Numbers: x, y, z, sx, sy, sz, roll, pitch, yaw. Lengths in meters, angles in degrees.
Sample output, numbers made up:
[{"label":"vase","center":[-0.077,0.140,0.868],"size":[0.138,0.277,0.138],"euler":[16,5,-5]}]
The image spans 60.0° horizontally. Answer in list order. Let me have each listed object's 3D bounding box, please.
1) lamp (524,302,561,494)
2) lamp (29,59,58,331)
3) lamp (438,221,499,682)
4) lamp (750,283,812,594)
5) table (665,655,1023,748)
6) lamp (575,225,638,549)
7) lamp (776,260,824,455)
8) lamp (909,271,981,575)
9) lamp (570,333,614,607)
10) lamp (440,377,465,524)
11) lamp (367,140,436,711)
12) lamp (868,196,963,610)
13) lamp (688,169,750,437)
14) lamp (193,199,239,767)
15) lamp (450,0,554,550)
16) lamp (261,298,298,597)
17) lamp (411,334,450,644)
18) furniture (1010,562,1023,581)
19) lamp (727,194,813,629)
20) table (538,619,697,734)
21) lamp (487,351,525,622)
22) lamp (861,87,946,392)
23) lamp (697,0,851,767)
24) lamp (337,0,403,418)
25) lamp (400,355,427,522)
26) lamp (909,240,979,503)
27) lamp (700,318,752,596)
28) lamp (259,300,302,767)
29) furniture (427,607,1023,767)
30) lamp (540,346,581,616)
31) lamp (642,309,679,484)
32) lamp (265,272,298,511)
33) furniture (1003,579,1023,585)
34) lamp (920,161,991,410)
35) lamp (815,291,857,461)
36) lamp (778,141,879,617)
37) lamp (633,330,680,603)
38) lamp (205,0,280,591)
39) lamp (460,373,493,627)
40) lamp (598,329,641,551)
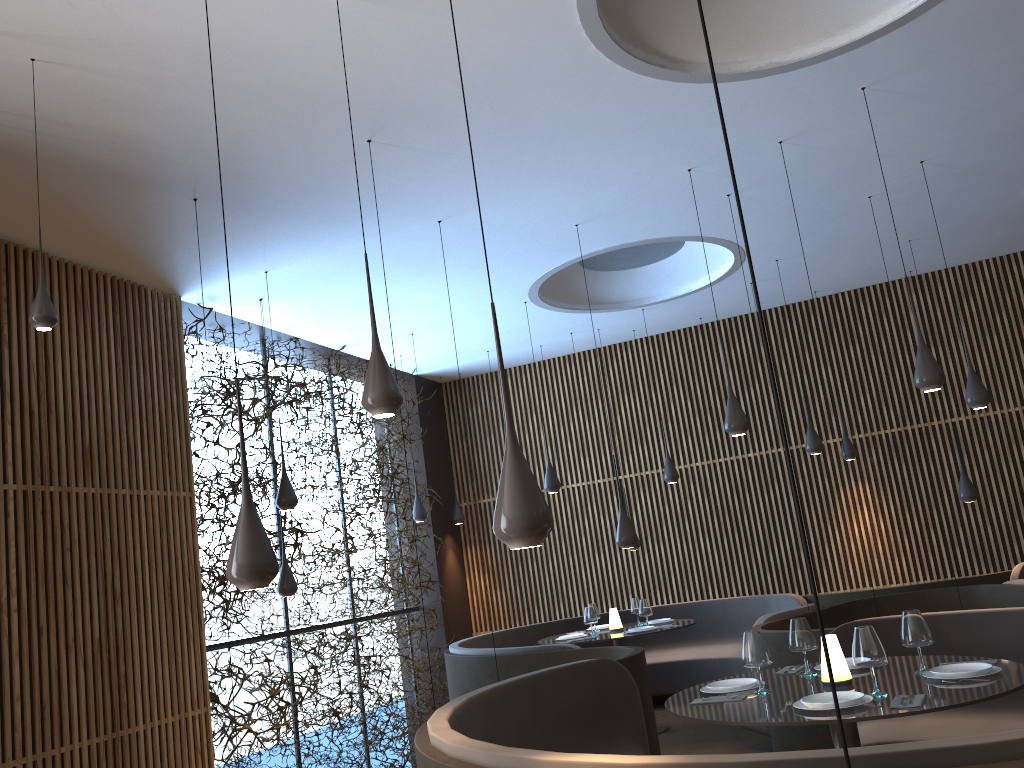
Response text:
[{"label":"lamp","center":[0.308,0.132,10.059],"size":[0.196,2.213,0.196],"euler":[-9,-11,6]},{"label":"lamp","center":[-2.468,-1.008,4.617],"size":[0.133,1.502,0.133],"euler":[-11,-11,15]},{"label":"lamp","center":[-0.199,1.644,7.062],"size":[0.196,6.247,0.197],"euler":[-3,-12,-24]},{"label":"lamp","center":[3.328,1.817,10.185],"size":[0.196,6.247,0.196],"euler":[-15,-13,35]},{"label":"table","center":[1.644,1.947,4.188],"size":[1.677,1.019,1.676],"euler":[-15,-13,30]},{"label":"lamp","center":[0.796,-0.025,7.876],"size":[0.196,2.947,0.196],"euler":[-11,-11,15]},{"label":"lamp","center":[3.140,-0.318,9.806],"size":[0.196,2.213,0.196],"euler":[-9,-11,6]},{"label":"lamp","center":[5.469,1.617,10.646],"size":[0.196,6.247,0.196],"euler":[-15,-13,35]},{"label":"lamp","center":[1.226,2.358,11.346],"size":[0.196,6.247,0.196],"euler":[-15,-13,35]},{"label":"lamp","center":[-0.929,0.972,13.191],"size":[0.196,2.213,0.196],"euler":[2,-15,-43]},{"label":"lamp","center":[-0.558,1.369,5.536],"size":[0.196,6.247,0.197],"euler":[-3,-12,-24]},{"label":"lamp","center":[3.840,1.257,7.890],"size":[0.196,6.247,0.196],"euler":[-15,-13,35]},{"label":"lamp","center":[1.610,-0.680,7.087],"size":[0.196,2.213,0.197],"euler":[-1,-13,-34]},{"label":"lamp","center":[-1.933,1.667,6.036],"size":[0.196,6.247,0.197],"euler":[-7,-11,-4]},{"label":"lamp","center":[-0.156,-0.917,3.070],"size":[0.196,2.947,0.197],"euler":[-5,-11,-14]},{"label":"lamp","center":[-2.321,0.577,8.661],"size":[0.196,2.947,0.197],"euler":[-1,-13,-34]},{"label":"lamp","center":[-0.799,2.427,10.341],"size":[0.196,6.247,0.196],"euler":[2,-15,-43]},{"label":"furniture","center":[7.025,1.891,8.025],"size":[1.981,1.042,3.953],"euler":[1,-15,-37]},{"label":"lamp","center":[2.365,1.351,7.367],"size":[0.196,6.247,0.197],"euler":[-1,-13,-34]},{"label":"table","center":[1.165,3.082,9.196],"size":[1.671,1.019,1.681],"euler":[-4,-12,-18]},{"label":"lamp","center":[0.094,2.589,11.684],"size":[0.196,6.247,0.196],"euler":[2,-15,-43]},{"label":"lamp","center":[2.660,-1.034,6.131],"size":[0.196,2.213,0.197],"euler":[-1,-13,-34]},{"label":"lamp","center":[0.430,0.316,1.247],"size":[0.196,6.247,0.196],"euler":[-13,-12,25]},{"label":"lamp","center":[-0.755,-0.927,4.380],"size":[0.196,2.213,0.196],"euler":[-11,-11,15]},{"label":"lamp","center":[-1.337,0.700,11.645],"size":[0.196,2.213,0.196],"euler":[2,-15,-43]},{"label":"lamp","center":[4.671,-0.177,9.702],"size":[0.196,2.947,0.196],"euler":[-9,-11,6]},{"label":"lamp","center":[2.997,2.146,11.510],"size":[0.196,6.247,0.196],"euler":[2,-15,-43]},{"label":"lamp","center":[-2.115,2.193,8.383],"size":[0.196,6.247,0.196],"euler":[2,-15,-43]},{"label":"furniture","center":[1.597,1.878,4.157],"size":[3.879,1.113,3.810],"euler":[-7,-12,-4]},{"label":"lamp","center":[0.828,2.510,11.797],"size":[0.196,6.247,0.196],"euler":[-9,-11,6]},{"label":"lamp","center":[1.812,0.133,11.052],"size":[0.196,2.213,0.196],"euler":[-9,-11,6]},{"label":"lamp","center":[-2.131,0.039,8.027],"size":[0.196,2.213,0.197],"euler":[-1,-13,-34]},{"label":"furniture","center":[4.944,1.954,6.773],"size":[0.900,1.042,2.545],"euler":[-2,-13,-27]},{"label":"lamp","center":[3.751,-0.875,7.591],"size":[0.196,2.213,0.197],"euler":[-1,-13,-34]},{"label":"lamp","center":[4.099,-0.124,11.344],"size":[0.196,2.213,0.196],"euler":[-9,-11,6]},{"label":"lamp","center":[2.549,1.128,6.443],"size":[0.196,6.247,0.197],"euler":[-1,-13,-34]},{"label":"lamp","center":[2.107,2.303,11.663],"size":[0.196,6.247,0.196],"euler":[-15,-13,35]},{"label":"lamp","center":[-1.171,-0.662,3.604],"size":[0.196,2.947,0.197],"euler":[-3,-12,-24]},{"label":"lamp","center":[-0.359,2.887,12.784],"size":[0.196,6.247,0.196],"euler":[2,-15,-43]},{"label":"lamp","center":[1.367,0.701,11.659],"size":[0.196,2.947,0.196],"euler":[-9,-11,6]}]
